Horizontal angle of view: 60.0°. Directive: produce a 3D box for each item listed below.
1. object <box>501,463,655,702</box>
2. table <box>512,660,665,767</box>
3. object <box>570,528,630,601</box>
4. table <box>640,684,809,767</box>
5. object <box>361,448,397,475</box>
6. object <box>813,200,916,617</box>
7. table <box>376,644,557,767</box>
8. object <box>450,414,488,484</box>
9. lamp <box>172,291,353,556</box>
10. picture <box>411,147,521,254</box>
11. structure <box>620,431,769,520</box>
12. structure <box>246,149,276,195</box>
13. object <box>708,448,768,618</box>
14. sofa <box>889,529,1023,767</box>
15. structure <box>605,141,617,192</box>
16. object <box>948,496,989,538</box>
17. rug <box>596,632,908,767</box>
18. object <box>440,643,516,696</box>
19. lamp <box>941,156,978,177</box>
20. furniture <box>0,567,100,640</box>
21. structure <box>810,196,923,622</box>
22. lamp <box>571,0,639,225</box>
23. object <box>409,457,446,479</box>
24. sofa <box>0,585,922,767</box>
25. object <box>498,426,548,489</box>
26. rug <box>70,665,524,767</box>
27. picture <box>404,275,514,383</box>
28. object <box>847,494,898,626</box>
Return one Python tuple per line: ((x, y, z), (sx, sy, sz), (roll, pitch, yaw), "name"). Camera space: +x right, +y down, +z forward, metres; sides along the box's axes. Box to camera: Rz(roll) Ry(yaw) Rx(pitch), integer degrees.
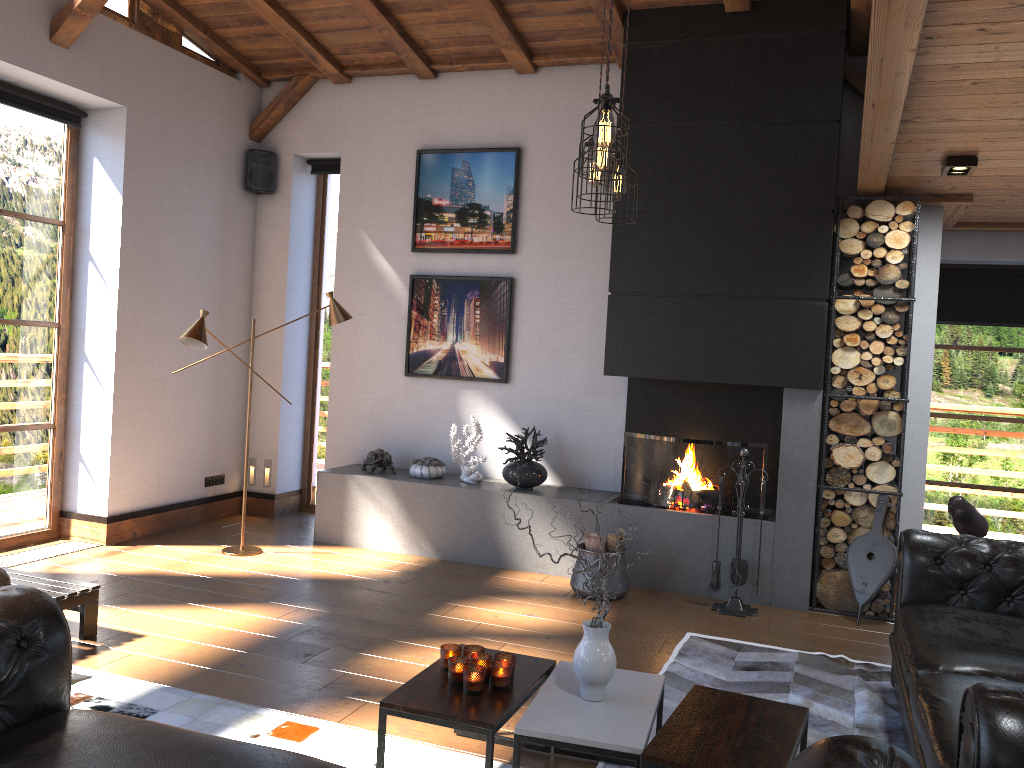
((0.264, 0.666, 2.994), (0.402, 0.808, 0.626), (4, 2, 31), "object")
((0.277, 1.246, 3.017), (0.398, 0.350, 0.654), (4, 2, 15), "table")
((0.574, 1.146, 5.698), (0.388, 0.431, 0.379), (2, 2, -44), "object")
((0.691, 1.276, 2.834), (0.397, 0.350, 0.656), (4, 2, 25), "table")
((-1.025, 0.597, 6.881), (0.228, 0.183, 0.402), (2, 2, -26), "object")
((2.277, 0.147, 5.746), (0.490, 2.611, 0.470), (4, 1, 20), "object")
((-0.141, 1.218, 3.137), (0.397, 0.350, 0.655), (4, 2, 20), "table")
((-0.330, 0.479, 6.562), (0.260, 0.532, 0.425), (3, 1, -11), "object")
((-1.813, 0.250, 6.222), (0.521, 1.898, 1.338), (4, 2, 41), "lamp")
((-0.368, -1.432, 6.938), (0.873, 0.816, 0.036), (4, 1, 19), "picture")
((1.202, 0.621, 5.974), (0.975, 0.514, 0.185), (4, 1, 19), "structure")
((-2.116, -1.785, 7.468), (0.212, 0.349, 0.215), (4, 1, 20), "structure")
((1.413, 0.903, 5.500), (0.310, 1.017, 0.305), (3, 1, -25), "object")
((2.016, 1.109, 3.025), (1.230, 0.838, 2.585), (4, 2, 20), "sofa")
((0.783, -1.582, 6.450), (0.212, 0.349, 0.215), (4, 1, 20), "structure")
((2.347, 0.733, 4.553), (0.250, 0.319, 0.148), (2, 2, -29), "object")
((1.370, 1.477, 2.682), (2.413, 0.053, 4.076), (4, 2, 21), "rug")
((-0.122, 1.003, 3.149), (0.249, 0.081, 0.299), (2, 2, -32), "object")
((2.411, -1.180, 4.780), (0.154, 0.068, 0.263), (4, 2, 20), "lamp")
((-3.072, 1.008, 3.277), (1.167, 0.436, 2.781), (4, 2, 20), "furniture")
((2.281, 0.141, 5.735), (0.498, 2.616, 0.516), (4, 1, 20), "structure")
((0.419, -1.811, 3.595), (0.260, 2.201, 0.806), (4, 1, 11), "lamp")
((-0.649, 0.634, 6.769), (0.279, 0.160, 0.261), (4, 2, 22), "object")
((-0.537, 1.011, 1.640), (2.548, 0.838, 1.249), (4, 2, 19), "sofa")
((0.099, 0.534, 6.481), (0.337, 0.455, 0.337), (2, 2, -45), "object")
((-1.942, 1.287, 2.667), (3.780, 0.053, 2.451), (4, 2, 20), "rug")
((-0.425, -0.440, 6.958), (0.873, 0.816, 0.036), (4, 1, 19), "picture")
((2.206, 1.068, 5.430), (0.267, 0.795, 0.264), (3, 1, 3), "object")
